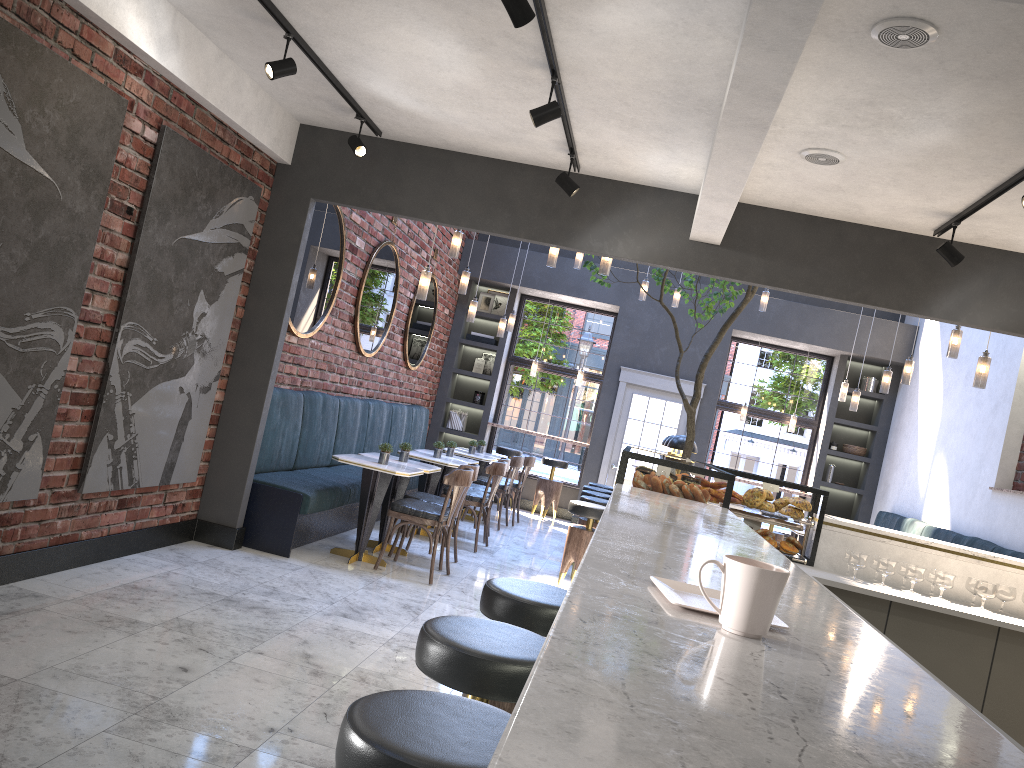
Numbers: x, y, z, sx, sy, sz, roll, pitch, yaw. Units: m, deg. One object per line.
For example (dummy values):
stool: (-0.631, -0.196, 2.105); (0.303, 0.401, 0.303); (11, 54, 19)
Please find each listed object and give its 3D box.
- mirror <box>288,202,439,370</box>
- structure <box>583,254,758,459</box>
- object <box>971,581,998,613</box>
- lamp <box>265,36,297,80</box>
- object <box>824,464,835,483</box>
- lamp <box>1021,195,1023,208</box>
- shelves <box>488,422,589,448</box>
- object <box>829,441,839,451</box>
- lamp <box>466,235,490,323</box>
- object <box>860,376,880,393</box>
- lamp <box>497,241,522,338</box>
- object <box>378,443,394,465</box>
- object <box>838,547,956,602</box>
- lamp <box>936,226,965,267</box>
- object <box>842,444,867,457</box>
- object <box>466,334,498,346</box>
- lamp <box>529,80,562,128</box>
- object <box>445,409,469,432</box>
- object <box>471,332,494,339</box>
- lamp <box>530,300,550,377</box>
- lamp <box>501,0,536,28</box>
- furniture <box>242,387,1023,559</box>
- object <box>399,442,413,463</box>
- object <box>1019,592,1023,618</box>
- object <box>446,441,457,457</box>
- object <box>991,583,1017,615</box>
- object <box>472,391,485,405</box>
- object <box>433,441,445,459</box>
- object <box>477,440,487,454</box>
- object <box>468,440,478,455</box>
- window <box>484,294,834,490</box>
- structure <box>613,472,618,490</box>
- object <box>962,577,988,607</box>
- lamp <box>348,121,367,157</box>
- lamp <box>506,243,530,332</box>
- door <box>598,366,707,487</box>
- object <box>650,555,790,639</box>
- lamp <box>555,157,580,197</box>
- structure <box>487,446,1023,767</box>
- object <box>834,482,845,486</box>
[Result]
mirror: (-1.309, -1.010, 8.977); (0.036, 1.510, 4.776); (12, -1, 9)
structure: (1.852, -1.037, 7.657); (2.809, 5.988, 3.741); (13, -1, -38)
object: (2.575, 1.158, 4.833); (0.114, 0.147, 0.114); (12, -1, 13)
lamp: (-1.148, -1.625, 4.444); (0.157, 0.238, 0.087); (14, -1, -42)
object: (4.220, 1.185, 11.761); (0.098, 0.248, 0.098); (13, -1, -42)
lamp: (2.348, -0.862, 3.914); (0.157, 0.235, 0.087); (12, -1, 3)
shelves: (1.818, 1.021, 12.166); (4.401, 0.043, 0.384); (12, -1, 9)
object: (4.283, 0.828, 11.815); (0.117, 0.119, 0.117); (13, -1, -15)
lamp: (0.010, -2.645, 9.188); (0.078, 4.104, 0.078); (12, -1, 16)
object: (4.770, 0.016, 11.823); (0.213, 0.215, 0.213); (12, -1, 18)
lamp: (0.302, -2.550, 10.336); (0.078, 4.104, 0.078); (13, -1, -7)
object: (-0.963, 0.524, 6.720); (0.118, 0.165, 0.122); (13, -1, -14)
object: (2.161, 1.070, 4.992); (0.575, 0.147, 0.256); (12, -1, 9)
lamp: (2.527, -0.791, 5.094); (0.157, 0.235, 0.087); (12, -1, 3)
object: (4.554, 0.885, 11.798); (0.304, 0.123, 0.305); (12, -2, 29)
object: (-0.426, -0.618, 12.546); (0.412, 0.084, 0.287); (12, -1, 9)
lamp: (0.170, -1.338, 4.247); (0.157, 0.238, 0.087); (12, -1, 3)
object: (-0.769, 0.493, 12.547); (0.250, 0.323, 0.241); (12, -1, 9)
object: (-0.415, -0.678, 12.559); (0.327, 0.039, 0.227); (13, -1, -1)
lamp: (0.441, -0.807, 12.446); (0.078, 1.429, 0.078); (12, -1, 38)
lamp: (0.026, -1.398, 3.162); (0.157, 0.238, 0.087); (14, -1, -42)
furniture: (1.194, 1.315, 8.555); (6.019, 1.151, 5.343); (12, -1, 9)
object: (-0.881, 0.558, 7.295); (0.118, 0.165, 0.122); (13, -1, -14)
object: (2.885, 1.229, 4.919); (0.114, 0.147, 0.114); (12, -1, 13)
object: (-0.625, 0.662, 9.096); (0.118, 0.165, 0.122); (13, -1, -14)
object: (2.739, 1.197, 4.941); (0.114, 0.147, 0.114); (12, -1, 13)
object: (-0.469, 0.196, 12.505); (0.152, 0.181, 0.152); (14, -2, -43)
object: (-0.706, 0.629, 8.521); (0.118, 0.165, 0.122); (13, -1, -14)
object: (-0.374, 0.764, 10.855); (0.118, 0.165, 0.122); (13, -1, -14)
object: (-0.456, 0.731, 10.280); (0.118, 0.165, 0.122); (13, -1, -14)
window: (1.418, -1.311, 6.360); (6.403, 5.363, 12.715); (12, -1, 9)
structure: (1.428, 1.419, 8.584); (0.990, 1.050, 3.491); (12, -1, 9)
object: (2.593, 1.165, 4.963); (0.114, 0.147, 0.114); (12, -1, 13)
lamp: (-0.971, -1.553, 5.626); (0.088, 0.235, 0.157); (13, -1, -41)
lamp: (0.412, -2.647, 10.905); (0.078, 4.104, 0.078); (13, -1, -7)
door: (1.748, 0.972, 11.642); (1.131, 2.218, 0.152); (12, -1, 9)
object: (0.319, 0.293, 1.307); (0.176, 0.097, 0.301); (13, -1, 0)
lamp: (0.349, -1.267, 5.427); (0.157, 0.238, 0.087); (12, -1, 3)
structure: (1.752, 1.207, 2.668); (3.204, 1.300, 5.808); (12, -1, 9)
object: (4.323, 1.320, 11.712); (0.130, 0.026, 0.130); (13, -1, -8)
